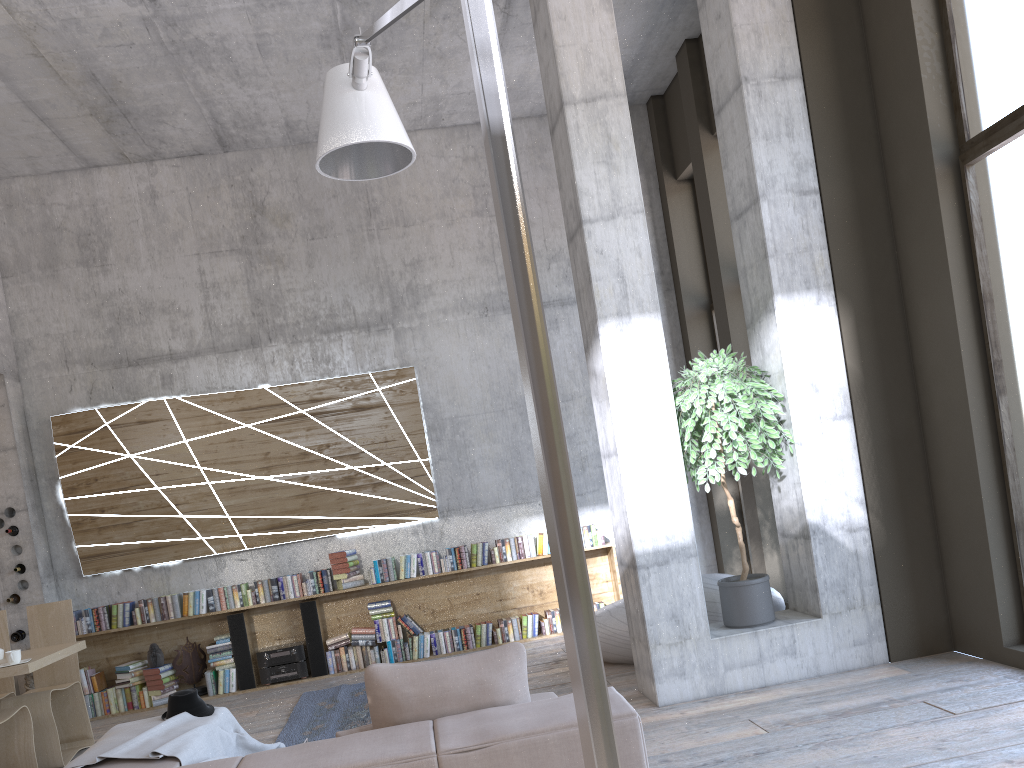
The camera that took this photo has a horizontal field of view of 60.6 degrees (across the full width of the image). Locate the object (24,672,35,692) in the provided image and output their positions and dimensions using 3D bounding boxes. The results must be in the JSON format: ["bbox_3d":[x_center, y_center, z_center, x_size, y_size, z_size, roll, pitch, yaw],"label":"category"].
[{"bbox_3d":[-4.277,2.805,7.864,0.246,0.683,0.274,-10,1,-44],"label":"object"}]

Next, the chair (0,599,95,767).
[{"bbox_3d":[-3.600,2.307,6.739,0.348,1.194,0.724,-9,0,-7],"label":"chair"}]

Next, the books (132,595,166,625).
[{"bbox_3d":[-3.406,2.128,8.248,0.277,0.220,0.210,-9,-2,-8],"label":"books"}]

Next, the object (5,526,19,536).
[{"bbox_3d":[-4.539,1.341,8.013,0.090,0.090,0.338,-9,-6,-7],"label":"object"}]

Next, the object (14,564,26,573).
[{"bbox_3d":[-4.486,1.695,8.062,0.093,0.093,0.349,-9,-6,-7],"label":"object"}]

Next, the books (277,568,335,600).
[{"bbox_3d":[-1.970,1.916,8.402,0.488,0.220,0.216,-9,-2,-6],"label":"books"}]

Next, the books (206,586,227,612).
[{"bbox_3d":[-2.780,2.037,8.291,0.155,0.221,0.155,-9,-1,-7],"label":"books"}]

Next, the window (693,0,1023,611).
[{"bbox_3d":[2.802,-0.625,4.301,0.209,4.152,9.284,-9,-5,-9],"label":"window"}]

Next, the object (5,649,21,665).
[{"bbox_3d":[-3.296,1.812,5.811,0.118,0.088,0.092,-12,-4,37],"label":"object"}]

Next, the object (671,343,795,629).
[{"bbox_3d":[1.461,0.681,5.863,0.988,1.864,0.979,-9,0,-41],"label":"object"}]

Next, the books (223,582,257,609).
[{"bbox_3d":[-2.568,2.007,8.316,0.276,0.221,0.171,-9,-1,-5],"label":"books"}]

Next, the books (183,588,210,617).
[{"bbox_3d":[-2.977,2.059,8.270,0.248,0.228,0.190,-9,-2,-7],"label":"books"}]

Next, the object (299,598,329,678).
[{"bbox_3d":[-1.898,2.462,8.469,0.152,0.760,0.273,-9,1,-7],"label":"object"}]

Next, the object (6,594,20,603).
[{"bbox_3d":[-4.531,1.962,8.022,0.095,0.095,0.341,-9,-6,-7],"label":"object"}]

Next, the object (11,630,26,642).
[{"bbox_3d":[-4.517,2.317,8.112,0.090,0.090,0.338,-9,-6,-7],"label":"object"}]

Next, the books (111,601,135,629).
[{"bbox_3d":[-3.649,2.164,8.231,0.199,0.228,0.190,-9,-2,-7],"label":"books"}]

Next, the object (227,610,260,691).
[{"bbox_3d":[-2.565,2.561,8.396,0.152,0.760,0.273,-9,1,-7],"label":"object"}]

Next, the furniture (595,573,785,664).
[{"bbox_3d":[1.346,1.924,7.197,1.648,0.810,1.781,-12,-6,30],"label":"furniture"}]

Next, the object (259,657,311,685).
[{"bbox_3d":[-2.173,2.759,8.426,0.439,0.164,0.295,-9,-5,-7],"label":"object"}]

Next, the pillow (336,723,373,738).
[{"bbox_3d":[-0.439,1.344,3.116,0.373,0.372,0.171,-8,0,-33],"label":"pillow"}]

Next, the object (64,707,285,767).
[{"bbox_3d":[-1.907,2.165,5.105,1.049,0.501,1.597,-10,-6,11],"label":"object"}]

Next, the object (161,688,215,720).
[{"bbox_3d":[-1.954,1.922,5.266,0.300,0.169,0.302,-8,-5,-19],"label":"object"}]

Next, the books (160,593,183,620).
[{"bbox_3d":[-3.191,2.092,8.247,0.155,0.220,0.190,-9,-2,-7],"label":"books"}]

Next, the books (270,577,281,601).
[{"bbox_3d":[-2.256,1.963,8.390,0.055,0.220,0.190,-9,-2,-7],"label":"books"}]

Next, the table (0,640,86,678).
[{"bbox_3d":[-5.677,2.688,5.929,5.173,0.924,1.018,-9,-3,-6],"label":"table"}]

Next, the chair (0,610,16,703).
[{"bbox_3d":[-4.102,2.387,6.733,0.347,1.194,0.725,-9,0,-12],"label":"chair"}]

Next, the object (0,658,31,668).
[{"bbox_3d":[-3.300,1.856,5.820,0.184,0.014,0.187,-7,-7,-20],"label":"object"}]

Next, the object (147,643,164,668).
[{"bbox_3d":[-3.335,2.534,8.195,0.145,0.229,0.136,-9,0,-10],"label":"object"}]

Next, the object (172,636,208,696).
[{"bbox_3d":[-3.055,2.682,8.346,0.198,0.569,0.340,-8,0,43],"label":"object"}]

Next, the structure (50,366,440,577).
[{"bbox_3d":[-2.493,0.806,8.345,3.403,1.538,0.359,-9,1,-6],"label":"structure"}]

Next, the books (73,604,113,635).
[{"bbox_3d":[-3.996,2.216,8.180,0.488,0.220,0.216,-9,-2,-6],"label":"books"}]

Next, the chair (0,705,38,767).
[{"bbox_3d":[-3.479,2.162,5.665,0.349,1.194,0.723,-9,0,-4],"label":"chair"}]

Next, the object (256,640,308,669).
[{"bbox_3d":[-2.198,2.599,8.415,0.439,0.161,0.306,-9,-5,-7],"label":"object"}]

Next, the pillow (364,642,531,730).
[{"bbox_3d":[-0.190,1.191,3.037,0.562,0.558,0.221,-9,1,-4],"label":"pillow"}]

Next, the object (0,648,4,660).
[{"bbox_3d":[-3.690,1.926,6.274,0.088,0.111,0.124,-9,-3,-16],"label":"object"}]
